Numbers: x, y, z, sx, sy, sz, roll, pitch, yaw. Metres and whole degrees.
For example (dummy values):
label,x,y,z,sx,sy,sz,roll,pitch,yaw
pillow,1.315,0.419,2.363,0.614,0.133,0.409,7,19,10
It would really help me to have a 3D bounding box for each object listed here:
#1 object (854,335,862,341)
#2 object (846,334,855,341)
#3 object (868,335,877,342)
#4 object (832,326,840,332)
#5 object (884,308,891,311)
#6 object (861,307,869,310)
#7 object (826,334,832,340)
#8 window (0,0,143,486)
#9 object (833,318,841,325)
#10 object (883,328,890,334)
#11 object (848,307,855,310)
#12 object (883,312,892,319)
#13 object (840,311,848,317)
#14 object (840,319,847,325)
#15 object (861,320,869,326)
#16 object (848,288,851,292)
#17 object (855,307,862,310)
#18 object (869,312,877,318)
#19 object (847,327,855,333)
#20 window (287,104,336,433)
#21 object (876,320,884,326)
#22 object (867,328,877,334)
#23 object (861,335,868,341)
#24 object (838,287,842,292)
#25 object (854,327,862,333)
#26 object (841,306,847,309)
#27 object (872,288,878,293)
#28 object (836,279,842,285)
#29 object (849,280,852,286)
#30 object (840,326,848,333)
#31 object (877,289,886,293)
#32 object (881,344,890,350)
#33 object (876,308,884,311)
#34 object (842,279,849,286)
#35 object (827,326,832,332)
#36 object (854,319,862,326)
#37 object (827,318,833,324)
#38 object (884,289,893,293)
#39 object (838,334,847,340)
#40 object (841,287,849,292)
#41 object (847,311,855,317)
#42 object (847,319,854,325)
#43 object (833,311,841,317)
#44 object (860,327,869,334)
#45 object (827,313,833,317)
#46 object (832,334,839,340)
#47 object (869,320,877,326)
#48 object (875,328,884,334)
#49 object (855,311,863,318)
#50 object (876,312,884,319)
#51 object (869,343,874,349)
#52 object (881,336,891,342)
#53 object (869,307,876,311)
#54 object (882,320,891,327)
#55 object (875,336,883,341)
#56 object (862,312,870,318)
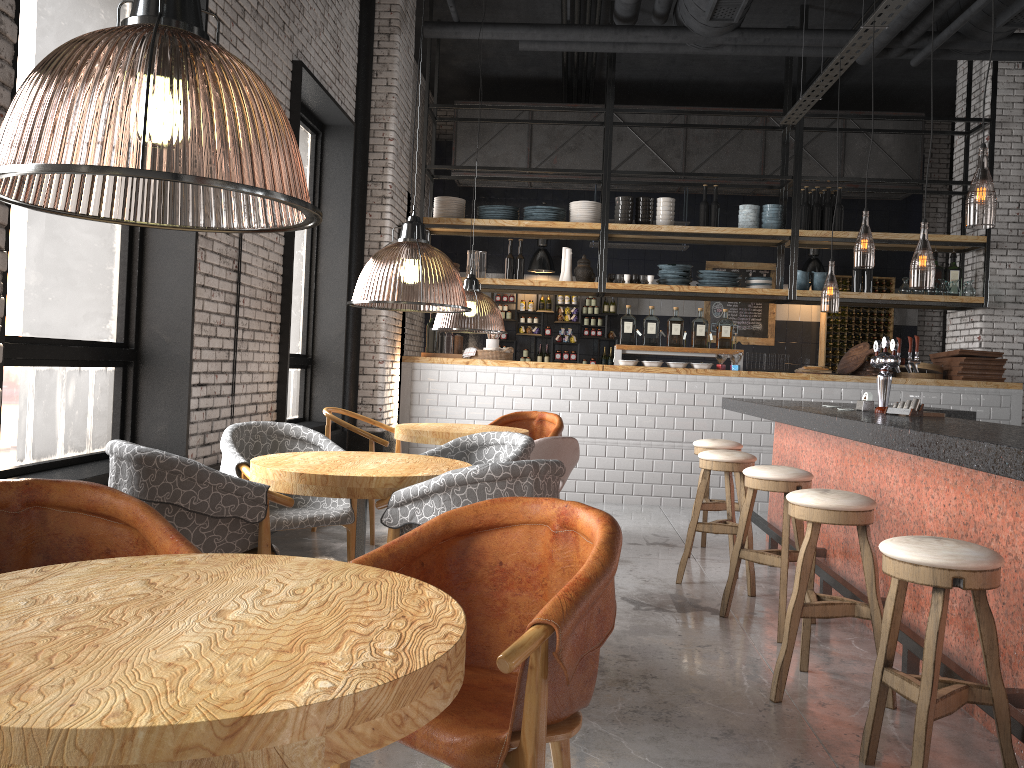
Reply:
label,x,y,z,sx,sy,sz,roll,pitch,yaw
object,4.634,-0.620,11.884,0.079,0.079,0.283,3,1,4
object,4.540,-0.624,11.886,0.079,0.079,0.283,3,1,4
object,4.822,-0.611,11.868,0.079,0.079,0.283,3,1,4
object,4.358,-0.738,11.921,0.079,0.079,0.283,3,1,4
object,5.031,-1.023,11.881,0.079,0.079,0.283,3,1,4
object,4.748,-1.036,11.889,0.079,0.079,0.283,3,1,4
object,4.259,-0.638,11.927,0.079,0.079,0.283,3,1,4
window,-1.930,-0.895,3.895,0.365,2.697,1.535,3,0,4
object,4.361,-0.843,11.898,0.079,0.079,0.283,3,1,4
object,5.018,-0.709,11.899,0.079,0.079,0.283,3,1,4
object,4.559,-1.044,11.887,0.079,0.079,0.283,3,1,4
object,5.026,-0.918,11.871,0.079,0.079,0.283,3,1,4
object,4.462,-0.944,11.931,0.079,0.079,0.283,3,1,4
object,4.457,-0.839,11.915,0.079,0.079,0.283,3,1,4
object,4.740,-0.826,11.914,0.079,0.079,0.283,3,1,4
object,4.569,-1.255,11.911,0.079,0.079,0.283,3,1,4
object,4.654,-1.041,11.904,0.079,0.079,0.283,3,1,4
object,4.839,-0.927,11.912,0.079,0.079,0.283,3,1,4
object,4.546,-0.730,11.909,0.079,0.079,0.283,3,1,4
window,-1.730,-0.941,7.092,0.365,2.697,1.535,3,0,4
object,4.928,-0.818,11.902,0.079,0.079,0.283,3,1,4
object,4.827,-0.717,11.872,0.079,0.079,0.283,3,1,4
object,4.731,-0.616,11.912,0.079,0.079,0.283,3,1,4
object,4.380,-1.263,11.900,0.079,0.079,0.283,3,1,4
object,4.639,-0.725,11.880,0.079,0.079,0.283,3,1,4
object,4.467,-1.049,11.936,0.079,0.079,0.283,3,1,4
object,4.852,-1.242,11.893,0.079,0.079,0.283,3,1,4
object,4.387,-1.369,11.939,0.079,0.079,0.283,3,1,4
object,4.575,-1.360,11.931,0.079,0.079,0.283,3,1,4
object,4.451,-0.734,11.896,0.079,0.079,0.283,3,1,4
object,4.945,-1.238,11.878,0.079,0.079,0.283,3,1,4
object,5.006,-0.498,11.860,0.079,0.079,0.283,3,1,4
object,4.935,-1.027,11.867,0.079,0.079,0.283,3,1,4
object,4.480,-1.364,11.917,0.079,0.079,0.283,3,1,4
object,4.265,-0.743,11.943,0.079,0.079,0.283,3,1,4
object,4.646,-0.831,11.919,0.079,0.079,0.283,3,1,4
object,4.268,-0.847,11.918,0.079,0.079,0.283,3,1,4
object,5.039,-1.233,11.858,0.079,0.079,0.283,3,1,4
object,4.448,-0.629,11.930,0.079,0.079,0.283,3,1,4
object,4.474,-1.259,11.898,0.079,0.079,0.283,3,1,4
object,4.555,-0.940,11.910,0.079,0.079,0.283,3,1,4
object,4.552,-0.835,11.929,0.079,0.079,0.283,3,1,4
object,4.366,-0.948,11.903,0.079,0.079,0.283,3,1,4
object,4.734,-0.721,11.897,0.079,0.079,0.283,3,1,4
object,4.273,-0.953,11.928,0.079,0.079,0.283,3,1,4
object,4.354,-0.634,11.941,0.079,0.079,0.283,3,1,4
object,4.833,-0.822,11.892,0.079,0.079,0.283,3,1,4
object,4.923,-0.713,11.886,0.079,0.079,0.283,3,1,4
object,4.648,-0.935,11.885,0.079,0.079,0.283,3,1,4
object,4.933,-0.923,11.902,0.079,0.079,0.283,3,1,4
object,4.819,-0.507,11.891,0.079,0.079,0.283,3,1,4
object,5.012,-0.603,11.879,0.079,0.079,0.283,3,1,4
object,4.842,-1.032,11.892,0.079,0.079,0.283,3,1,4
object,5.021,-0.813,11.880,0.079,0.079,0.283,3,1,4
object,4.919,-0.608,11.901,0.079,0.079,0.283,3,1,4
object,4.744,-0.931,11.898,0.079,0.079,0.283,3,1,4
